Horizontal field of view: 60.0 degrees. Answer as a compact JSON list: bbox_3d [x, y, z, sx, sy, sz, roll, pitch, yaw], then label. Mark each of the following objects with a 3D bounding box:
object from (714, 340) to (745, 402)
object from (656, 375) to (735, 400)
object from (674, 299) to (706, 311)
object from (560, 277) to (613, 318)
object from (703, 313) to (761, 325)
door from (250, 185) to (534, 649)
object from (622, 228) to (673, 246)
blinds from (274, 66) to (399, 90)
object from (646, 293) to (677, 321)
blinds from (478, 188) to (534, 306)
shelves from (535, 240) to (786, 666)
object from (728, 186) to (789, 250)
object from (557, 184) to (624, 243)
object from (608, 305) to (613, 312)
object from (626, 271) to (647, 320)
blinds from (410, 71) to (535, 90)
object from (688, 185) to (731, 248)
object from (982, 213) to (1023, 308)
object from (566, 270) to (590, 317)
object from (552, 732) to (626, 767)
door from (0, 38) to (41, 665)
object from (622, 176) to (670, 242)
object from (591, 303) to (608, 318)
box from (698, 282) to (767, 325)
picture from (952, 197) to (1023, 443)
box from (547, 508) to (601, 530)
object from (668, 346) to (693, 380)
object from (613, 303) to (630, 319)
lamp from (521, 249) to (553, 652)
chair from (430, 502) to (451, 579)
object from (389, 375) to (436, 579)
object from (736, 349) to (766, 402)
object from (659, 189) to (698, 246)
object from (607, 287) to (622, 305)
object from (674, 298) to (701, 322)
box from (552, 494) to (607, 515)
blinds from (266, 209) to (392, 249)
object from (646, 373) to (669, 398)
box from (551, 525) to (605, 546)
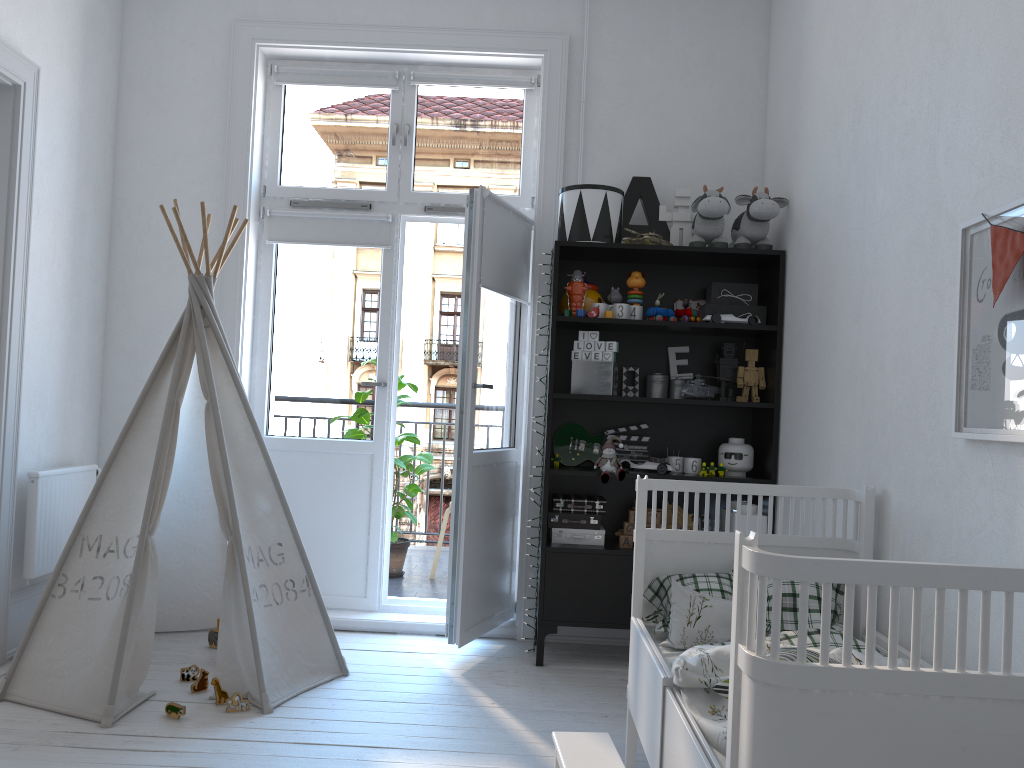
[{"bbox_3d":[0.903,-0.053,3.688,0.117,0.259,0.081,3,-1,1],"label":"object"},{"bbox_3d":[0.765,0.015,3.638,0.368,0.106,0.349,3,-2,3],"label":"object"},{"bbox_3d":[0.871,-0.296,3.813,0.347,0.131,0.037,3,-1,1],"label":"object"},{"bbox_3d":[0.303,-0.356,3.671,0.197,0.197,0.318,3,-2,-3],"label":"object"},{"bbox_3d":[0.882,-0.258,3.567,0.230,0.048,0.098,3,-2,-9],"label":"object"},{"bbox_3d":[-0.576,0.105,3.782,1.263,1.838,0.637,3,-1,3],"label":"door"},{"bbox_3d":[0.543,-0.598,3.628,0.121,0.100,0.338,2,-2,36],"label":"object"},{"bbox_3d":[-0.800,-1.397,4.045,0.565,0.087,0.032,3,-1,1],"label":"blinds"},{"bbox_3d":[0.611,-0.308,3.619,0.121,0.126,0.087,3,-1,-22],"label":"object"},{"bbox_3d":[-0.011,-0.559,3.734,0.032,0.390,0.565,2,-2,21],"label":"blinds"},{"bbox_3d":[0.589,0.294,3.652,0.911,1.677,0.353,3,-1,1],"label":"shelves"},{"bbox_3d":[0.954,-0.652,3.615,0.211,0.253,0.386,3,-2,-15],"label":"object"},{"bbox_3d":[0.355,-0.683,3.741,0.272,0.259,0.395,2,-2,29],"label":"object"},{"bbox_3d":[0.408,-0.288,3.641,0.067,0.067,0.067,3,-2,-25],"label":"object"},{"bbox_3d":[0.504,-0.357,3.621,0.077,0.213,0.077,2,-2,34],"label":"object"},{"bbox_3d":[-0.179,-1.382,4.037,0.565,0.060,0.032,3,-1,1],"label":"blinds"},{"bbox_3d":[0.802,-0.659,3.613,0.154,0.253,0.370,2,-2,9],"label":"object"},{"bbox_3d":[1.031,-0.334,1.525,0.058,0.415,0.905,3,-2,0],"label":"object"},{"bbox_3d":[0.269,-0.364,3.601,0.105,0.203,0.072,2,-1,8],"label":"object"},{"bbox_3d":[0.113,0.938,1.927,0.288,0.245,0.332,3,-2,-4],"label":"object"},{"bbox_3d":[-1.968,-0.089,2.971,0.505,2.177,1.465,3,-1,-14],"label":"door"},{"bbox_3d":[0.549,-0.714,3.814,0.343,0.344,0.057,3,-1,1],"label":"object"},{"bbox_3d":[0.353,-0.292,3.598,0.067,0.067,0.067,3,-1,2],"label":"object"},{"bbox_3d":[0.923,-0.323,3.707,0.251,0.189,0.179,3,-1,1],"label":"box"},{"bbox_3d":[1.028,-0.132,1.684,0.030,0.492,0.703,3,-2,1],"label":"picture"},{"bbox_3d":[0.253,0.559,3.670,0.215,0.062,0.179,3,-2,1],"label":"box"},{"bbox_3d":[0.721,-0.088,3.800,0.107,0.151,0.055,3,-1,1],"label":"object"},{"bbox_3d":[0.440,-0.288,3.581,0.067,0.067,0.067,3,-1,2],"label":"object"},{"bbox_3d":[0.564,0.291,3.716,0.985,1.684,0.095,3,-1,-2],"label":"lamp"},{"bbox_3d":[-0.155,0.754,5.037,0.498,0.715,0.436,4,-2,-44],"label":"chair"},{"bbox_3d":[-0.741,0.471,5.078,0.720,1.225,0.489,2,-1,11],"label":"object"},{"bbox_3d":[0.977,-0.032,3.625,0.114,0.221,0.052,3,-1,0],"label":"object"},{"bbox_3d":[0.721,-0.680,3.780,0.190,0.290,0.065,3,-1,6],"label":"object"},{"bbox_3d":[0.433,-0.330,3.744,0.063,0.160,0.063,3,-1,-20],"label":"object"},{"bbox_3d":[0.721,-0.302,3.659,0.087,0.112,0.122,3,-2,-28],"label":"object"},{"bbox_3d":[0.275,0.499,3.673,0.215,0.062,0.179,3,-2,1],"label":"box"},{"bbox_3d":[-0.832,-0.705,4.031,0.565,0.158,0.032,3,-1,1],"label":"blinds"},{"bbox_3d":[0.615,0.010,3.756,0.095,0.110,0.095,3,-1,5],"label":"object"},{"bbox_3d":[0.269,0.621,3.669,0.215,0.062,0.179,3,-2,1],"label":"box"}]
